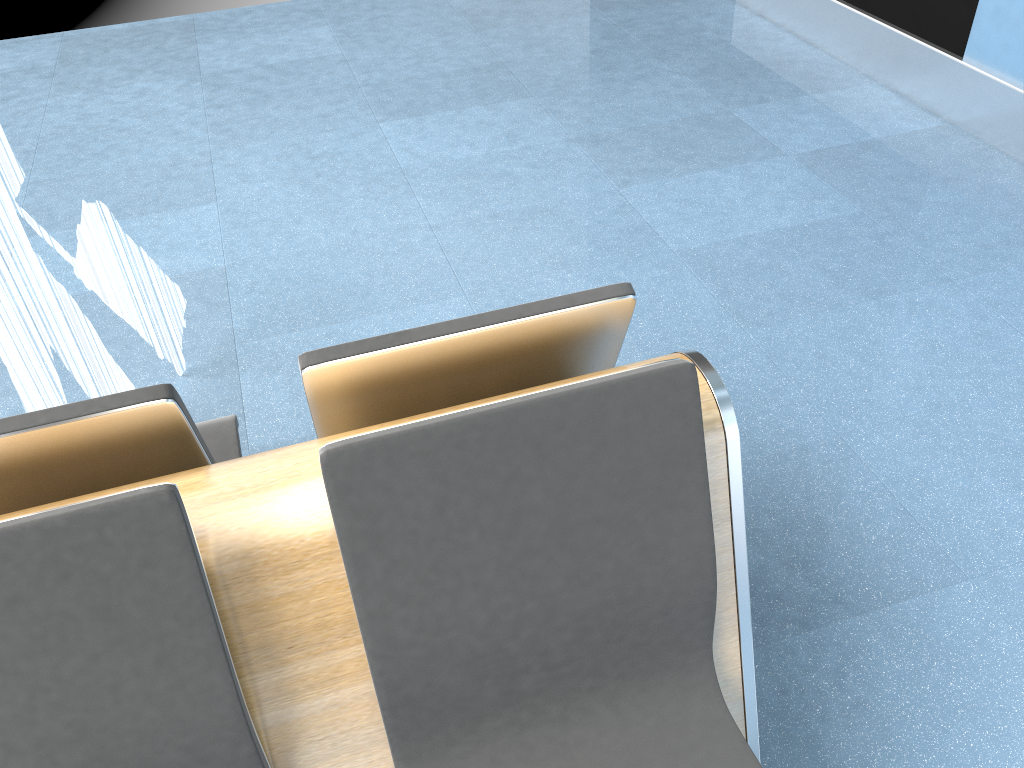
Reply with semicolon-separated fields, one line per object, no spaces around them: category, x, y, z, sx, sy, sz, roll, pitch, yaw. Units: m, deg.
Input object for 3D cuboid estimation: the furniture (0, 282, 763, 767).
furniture;-0.777;0.492;1.287;2.281;0.896;1.301;-13;41;-12
